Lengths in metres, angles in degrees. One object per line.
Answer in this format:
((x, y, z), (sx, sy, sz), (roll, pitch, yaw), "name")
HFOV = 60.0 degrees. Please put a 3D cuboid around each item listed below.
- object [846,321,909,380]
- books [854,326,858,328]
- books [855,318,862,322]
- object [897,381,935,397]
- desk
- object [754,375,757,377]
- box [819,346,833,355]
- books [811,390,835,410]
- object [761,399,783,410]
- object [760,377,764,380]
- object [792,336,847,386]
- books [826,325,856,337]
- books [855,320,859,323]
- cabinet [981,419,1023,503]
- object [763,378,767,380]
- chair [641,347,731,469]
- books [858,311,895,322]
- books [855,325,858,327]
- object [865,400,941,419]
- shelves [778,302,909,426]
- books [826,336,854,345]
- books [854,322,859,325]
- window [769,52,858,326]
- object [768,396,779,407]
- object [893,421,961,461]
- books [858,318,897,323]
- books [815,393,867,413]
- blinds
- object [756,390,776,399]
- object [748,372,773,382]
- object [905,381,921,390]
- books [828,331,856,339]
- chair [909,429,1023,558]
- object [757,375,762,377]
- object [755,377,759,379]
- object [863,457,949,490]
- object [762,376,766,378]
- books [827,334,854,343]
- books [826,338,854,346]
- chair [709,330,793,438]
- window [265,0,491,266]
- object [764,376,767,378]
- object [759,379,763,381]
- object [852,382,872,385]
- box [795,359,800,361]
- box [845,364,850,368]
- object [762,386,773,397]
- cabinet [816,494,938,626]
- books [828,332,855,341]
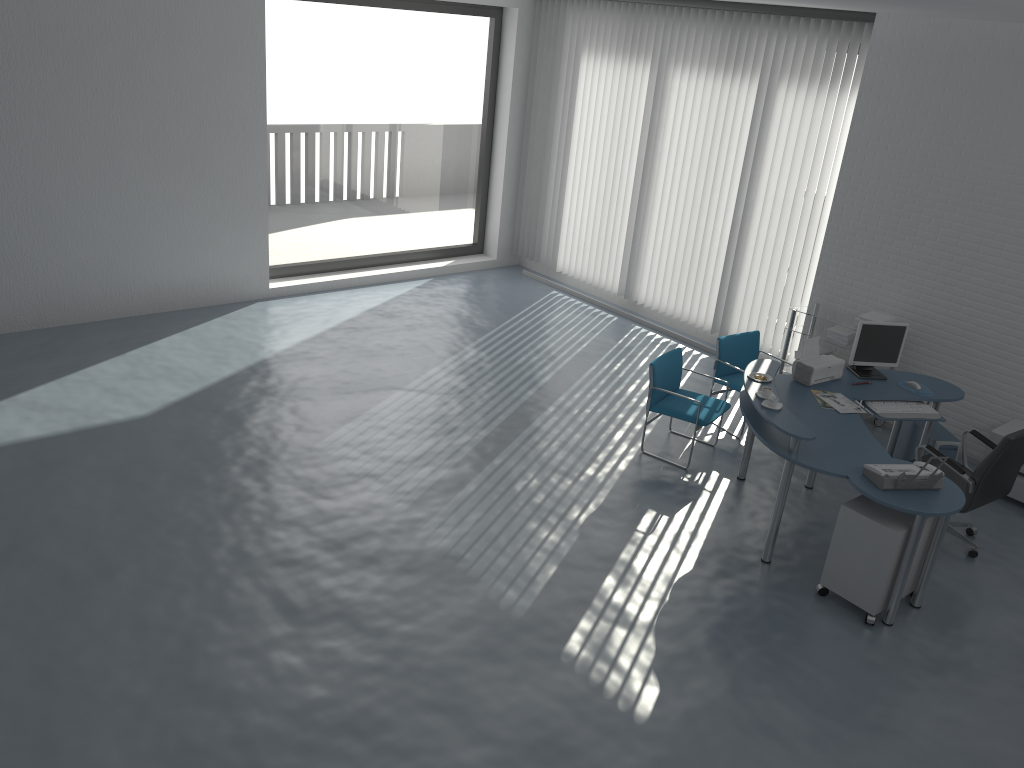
((2.607, -0.264, 6.398), (0.365, 0.417, 0.212), (2, 23, -8), "object")
((2.942, -0.456, 7.212), (0.270, 0.015, 0.190), (-14, 30, -38), "books")
((2.939, -0.512, 7.190), (0.270, 0.015, 0.190), (-12, 29, -36), "books")
((2.879, 0.022, 6.293), (0.213, 0.026, 0.285), (-6, 26, -26), "object")
((2.160, 0.473, 5.888), (1.402, 0.900, 2.282), (15, 25, 21), "desk")
((1.603, -0.051, 5.818), (0.025, 0.005, 0.027), (4, 23, -5), "object")
((2.627, -0.248, 7.631), (0.234, 0.090, 0.139), (-11, 28, -34), "box")
((2.137, 0.109, 5.939), (0.200, 0.005, 0.300), (7, 23, 2), "books")
((1.579, 0.130, 5.388), (0.119, 0.016, 0.119), (17, 25, 24), "object")
((1.629, -0.036, 5.780), (0.025, 0.005, 0.027), (24, 29, 36), "object")
((2.158, -0.165, 6.243), (0.392, 0.273, 0.197), (-11, 28, -34), "object")
((2.782, -0.448, 7.416), (0.270, 0.015, 0.190), (-16, 31, -41), "books")
((2.943, -0.500, 7.201), (0.270, 0.015, 0.190), (-14, 30, -38), "books")
((4.012, 0.741, 6.233), (0.447, 0.484, 1.259), (-14, 30, -38), "cabinet")
((1.652, -0.031, 5.784), (0.025, 0.005, 0.027), (12, 24, 14), "object")
((1.298, 0.173, 6.637), (0.543, 0.707, 0.542), (20, 27, 30), "chair")
((2.950, -0.538, 7.177), (0.270, 0.015, 0.190), (-17, 32, -42), "books")
((2.943, -0.469, 7.206), (0.270, 0.015, 0.190), (-16, 31, -41), "books")
((2.674, 0.168, 6.073), (0.478, 0.028, 0.276), (1, 23, -10), "object")
((2.755, -0.143, 7.540), (0.441, 0.848, 0.896), (-13, 29, -37), "shelves")
((2.790, -0.391, 7.438), (0.270, 0.015, 0.190), (-16, 32, -42), "books")
((2.937, -0.485, 7.204), (0.270, 0.015, 0.190), (-13, 29, -37), "books")
((2.095, -2.179, 9.123), (0.008, 2.562, 3.635), (-14, 30, -38), "window")
((1.589, 0.108, 5.381), (0.078, 0.049, 0.062), (-3, 24, -19), "object")
((3.084, 0.519, 6.609), (0.199, 0.422, 0.471), (3, 23, -6), "object")
((2.962, -0.522, 7.181), (0.270, 0.015, 0.190), (-14, 30, -38), "books")
((2.185, 0.128, 5.901), (0.200, 0.010, 0.300), (-1, 24, -16), "books")
((1.477, -2.255, 9.075), (0.158, 2.955, 4.001), (-14, 30, -38), "blinds")
((1.582, 0.072, 5.525), (0.119, 0.016, 0.119), (4, 23, -4), "object")
((1.622, -0.043, 5.802), (0.162, 0.011, 0.162), (6, 23, 0), "object")
((2.857, 0.003, 6.312), (0.054, 0.035, 0.115), (-8, 27, -29), "object")
((2.802, -0.431, 7.419), (0.270, 0.015, 0.190), (-13, 29, -37), "books")
((2.892, 0.591, 5.723), (0.584, 0.948, 0.652), (-10, 28, -33), "chair")
((1.619, -0.050, 5.810), (0.027, 0.005, 0.025), (-11, 28, -34), "object")
((1.600, -0.042, 5.787), (0.027, 0.005, 0.025), (17, 26, 25), "object")
((2.202, 0.428, 4.856), (0.405, 0.280, 0.399), (1, 23, -11), "object")
((1.650, -0.044, 5.803), (0.027, 0.005, 0.025), (7, 23, 4), "object")
((2.799, -0.402, 7.429), (0.270, 0.015, 0.190), (-13, 30, -38), "books")
((2.789, -0.377, 7.444), (0.270, 0.015, 0.190), (-14, 30, -39), "books")
((1.943, -0.001, 7.196), (0.542, 0.707, 0.543), (-11, 28, -34), "chair")
((-1.422, -2.673, 9.682), (2.824, 2.691, 0.008), (-14, 30, -38), "window")
((1.656, -0.044, 5.815), (0.025, 0.005, 0.027), (12, 24, 14), "object")
((1.621, -0.028, 5.770), (0.027, 0.005, 0.025), (22, 28, 34), "object")
((2.472, -0.004, 6.273), (0.178, 0.013, 0.013), (-4, 25, -22), "object")
((2.616, -0.146, 7.675), (0.347, 0.133, 0.207), (-17, 32, -42), "box")
((2.803, -0.041, 7.474), (0.347, 0.133, 0.207), (-13, 30, -38), "box")
((1.589, 0.048, 5.521), (0.062, 0.049, 0.078), (23, 28, 35), "object")
((2.121, 0.967, 5.101), (0.559, 0.605, 0.383), (-12, 29, -36), "cabinet")
((2.796, -0.415, 7.420), (0.270, 0.015, 0.190), (-14, 30, -39), "books")
